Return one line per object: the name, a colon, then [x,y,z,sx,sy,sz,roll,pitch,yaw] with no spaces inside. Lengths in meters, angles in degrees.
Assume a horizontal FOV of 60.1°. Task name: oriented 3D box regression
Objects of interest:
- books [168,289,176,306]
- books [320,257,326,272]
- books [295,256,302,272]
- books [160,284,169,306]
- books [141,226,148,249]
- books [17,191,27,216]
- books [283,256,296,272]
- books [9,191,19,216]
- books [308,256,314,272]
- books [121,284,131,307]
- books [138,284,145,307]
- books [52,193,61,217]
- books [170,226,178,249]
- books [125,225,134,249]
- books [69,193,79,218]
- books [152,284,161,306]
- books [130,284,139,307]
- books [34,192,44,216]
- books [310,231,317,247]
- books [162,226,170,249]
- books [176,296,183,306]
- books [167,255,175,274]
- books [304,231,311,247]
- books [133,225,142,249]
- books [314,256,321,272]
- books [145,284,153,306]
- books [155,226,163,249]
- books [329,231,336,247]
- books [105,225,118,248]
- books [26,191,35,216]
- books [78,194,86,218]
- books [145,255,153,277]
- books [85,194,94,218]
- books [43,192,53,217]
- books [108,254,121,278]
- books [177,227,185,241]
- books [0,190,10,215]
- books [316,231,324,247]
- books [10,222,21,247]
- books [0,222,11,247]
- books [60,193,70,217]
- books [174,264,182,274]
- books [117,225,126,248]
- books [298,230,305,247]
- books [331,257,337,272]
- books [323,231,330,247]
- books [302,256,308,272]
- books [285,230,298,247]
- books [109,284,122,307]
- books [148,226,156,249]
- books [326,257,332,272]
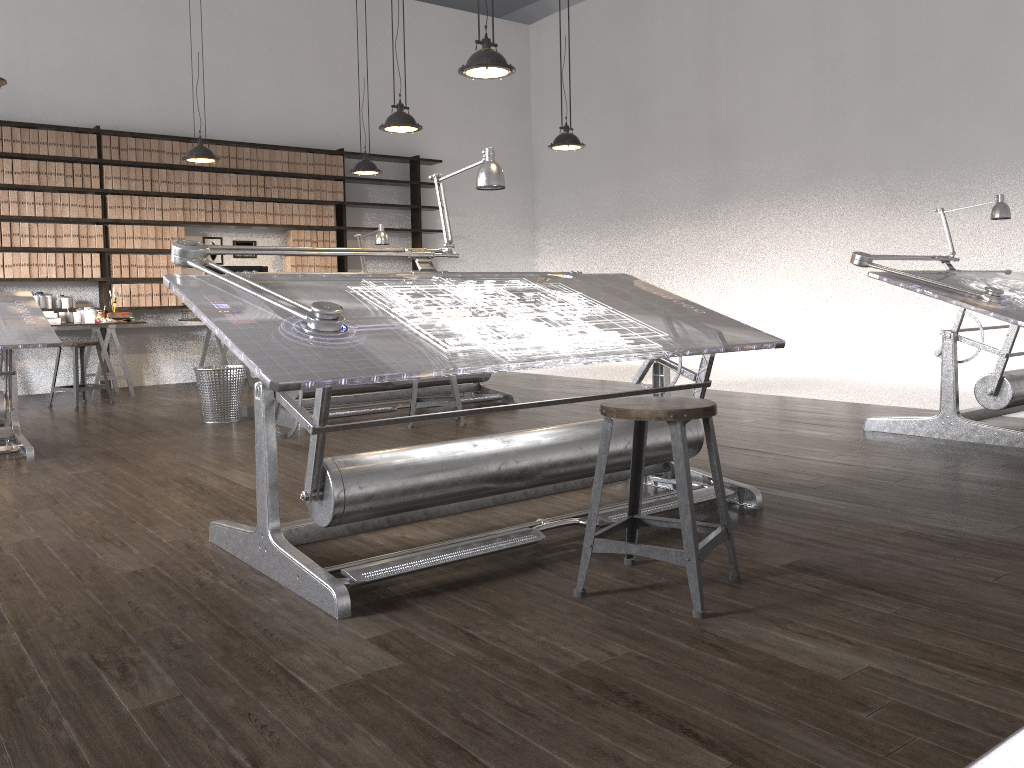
books: [-3.352,-0.869,8.671,0.067,0.225,0.174,-3,4,-37]
books: [-2.087,-1.269,9.627,0.067,0.225,0.175,-3,4,-37]
books: [-2.311,-1.248,9.462,0.067,0.225,0.175,-3,4,-37]
books: [-3.411,-0.864,8.631,0.067,0.225,0.175,-3,4,-37]
books: [-3.553,-1.401,8.503,0.067,0.225,0.175,-3,4,-37]
books: [-4.367,-1.592,7.872,0.067,0.225,0.175,-3,4,-37]
books: [-2.365,-1.242,9.417,0.067,0.225,0.175,-3,4,-37]
books: [-4.418,-1.587,7.827,0.067,0.225,0.175,-3,4,-37]
books: [-2.199,-1.259,9.546,0.067,0.225,0.174,-3,4,-37]
books: [-3.684,-0.836,8.413,0.067,0.225,0.175,-3,4,-37]
books: [-3.580,-0.847,8.499,0.067,0.225,0.175,-3,4,-37]
books: [-4.150,-1.614,8.041,0.067,0.225,0.174,-3,4,-37]
books: [-3.332,-1.422,8.668,0.067,0.225,0.174,-3,4,-37]
books: [-3.658,-1.390,8.418,0.067,0.225,0.175,-3,4,-37]
books: [-4.033,-1.624,8.121,0.067,0.225,0.175,-3,4,-37]
books: [-3.467,-0.858,8.581,0.067,0.225,0.175,-3,4,-37]
books: [-3.627,-0.842,8.457,0.067,0.225,0.175,-3,4,-37]
books: [-4.258,-1.602,7.951,0.067,0.225,0.175,-3,4,-37]
books: [-2.175,-1.536,9.560,0.067,0.225,0.175,-3,4,-37]
books: [-3.391,-1.417,8.629,0.067,0.225,0.174,-3,4,-37]
books: [-3.298,-0.875,8.717,0.067,0.225,0.174,-3,4,-37]
books: [-3.358,-1.146,8.661,0.067,0.225,0.175,-3,4,-37]
books: [-2.228,-1.530,9.513,0.067,0.225,0.174,-3,4,-37]
books: [-3.602,-1.396,8.464,0.067,0.225,0.175,-3,4,-37]
books: [-2.140,-1.264,9.587,0.067,0.225,0.175,-3,4,-37]
books: [-3.529,-0.852,8.541,0.067,0.225,0.175,-3,4,-37]
books: [-3.447,-1.412,8.586,0.067,0.225,0.175,-3,4,-37]
books: [-1.995,-1.553,9.695,0.067,0.225,0.175,-3,4,-37]
books: [-3.773,-1.380,8.338,0.067,0.225,0.174,-3,4,-37]
books: [-4.317,-1.597,7.909,0.067,0.225,0.175,-3,4,-37]
books: [-3.980,-1.629,8.161,0.067,0.225,0.175,-3,4,-37]
books: [-3.522,-1.130,8.537,0.067,0.225,0.174,-3,4,-37]
books: [-3.933,-1.635,8.203,0.067,0.225,0.175,-3,4,-37]
books: [-4.205,-1.608,7.997,0.067,0.225,0.175,-3,4,-37]
books: [-3.753,-1.107,8.361,0.067,0.225,0.175,-3,4,-37]
books: [-3.279,-1.428,8.715,0.067,0.225,0.175,-3,4,-37]
books: [-4.475,-1.582,7.791,0.067,0.225,0.175,-3,4,-37]
books: [-2.112,-1.541,9.601,0.067,0.225,0.175,-3,4,-37]
books: [-4.412,-1.311,7.849,0.067,0.225,0.175,-3,4,-37]
books: [-4.468,-1.305,7.799,0.067,0.225,0.175,-3,4,-37]
books: [-4.093,-1.619,8.080,0.067,0.225,0.174,-3,4,-37]
books: [-3.308,-1.150,8.697,0.067,0.225,0.175,-3,4,-37]
books: [-3.716,-1.385,8.379,0.067,0.225,0.175,-3,4,-37]
books: [-2.287,-1.525,9.473,0.067,0.225,0.174,-3,4,-37]
books: [-1.984,-1.280,9.712,0.067,0.225,0.175,-3,4,-37]
books: [-2.057,-1.547,9.650,0.067,0.225,0.175,-3,4,-37]
books: [-2.257,-1.253,9.506,0.067,0.225,0.174,-3,4,-37]
books: [-2.343,-1.519,9.430,0.067,0.225,0.175,-3,4,-37]
books: [-3.744,-0.831,8.372,0.067,0.225,0.174,-3,4,-37]
books: [-3.497,-1.406,8.540,0.067,0.225,0.175,-3,4,-37]
books: [-2.039,-1.274,9.669,0.067,0.225,0.175,-3,4,-37]
